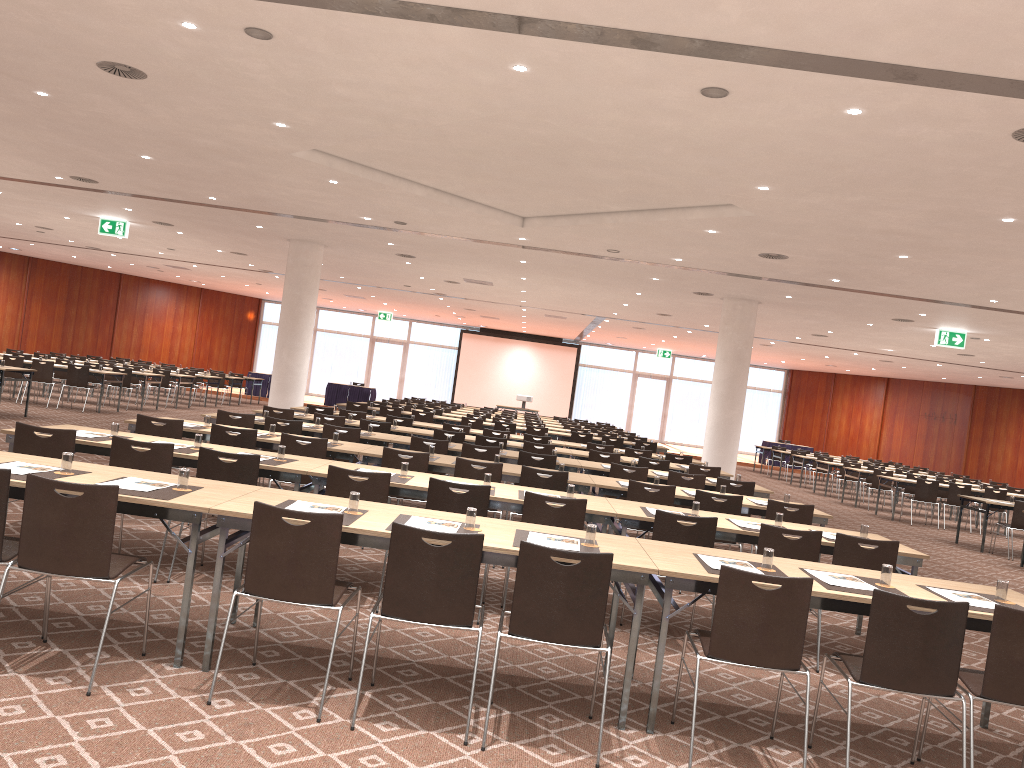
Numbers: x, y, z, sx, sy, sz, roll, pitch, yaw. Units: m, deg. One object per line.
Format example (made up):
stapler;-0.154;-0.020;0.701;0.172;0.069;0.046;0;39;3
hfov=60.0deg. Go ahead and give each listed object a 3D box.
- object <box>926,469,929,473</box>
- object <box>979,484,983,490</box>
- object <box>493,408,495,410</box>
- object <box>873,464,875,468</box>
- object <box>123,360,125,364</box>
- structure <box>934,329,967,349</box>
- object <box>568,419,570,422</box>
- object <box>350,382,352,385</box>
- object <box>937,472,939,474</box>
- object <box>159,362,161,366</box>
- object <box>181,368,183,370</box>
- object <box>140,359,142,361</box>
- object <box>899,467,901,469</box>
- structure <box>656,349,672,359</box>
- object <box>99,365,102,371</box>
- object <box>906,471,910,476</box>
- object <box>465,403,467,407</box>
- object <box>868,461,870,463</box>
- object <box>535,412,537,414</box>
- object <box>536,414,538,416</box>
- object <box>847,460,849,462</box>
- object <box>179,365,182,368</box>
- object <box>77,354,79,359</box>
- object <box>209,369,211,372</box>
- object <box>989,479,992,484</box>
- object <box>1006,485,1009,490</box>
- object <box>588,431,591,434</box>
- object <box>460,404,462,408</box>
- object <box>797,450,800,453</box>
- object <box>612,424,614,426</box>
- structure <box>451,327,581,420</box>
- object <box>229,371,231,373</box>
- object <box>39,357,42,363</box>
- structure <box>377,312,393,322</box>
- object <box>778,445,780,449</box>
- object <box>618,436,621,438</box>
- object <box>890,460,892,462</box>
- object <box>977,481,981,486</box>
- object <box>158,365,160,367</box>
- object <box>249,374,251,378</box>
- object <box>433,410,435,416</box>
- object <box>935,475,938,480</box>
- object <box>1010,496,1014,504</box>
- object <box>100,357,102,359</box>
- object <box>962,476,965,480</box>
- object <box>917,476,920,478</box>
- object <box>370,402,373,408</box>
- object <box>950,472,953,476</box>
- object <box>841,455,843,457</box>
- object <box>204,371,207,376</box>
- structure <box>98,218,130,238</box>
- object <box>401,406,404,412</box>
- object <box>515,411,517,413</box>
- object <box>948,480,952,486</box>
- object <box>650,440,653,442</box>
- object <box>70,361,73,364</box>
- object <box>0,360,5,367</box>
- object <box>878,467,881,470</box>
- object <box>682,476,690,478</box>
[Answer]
object;11.341;2.373;24.191;0.054;0.114;0.054;7;0;-33
object;9.650;2.121;18.233;0.054;0.114;0.054;7;0;-33
object;-0.540;0.786;26.376;0.054;0.114;0.054;8;0;35
object;9.072;2.060;22.235;0.054;0.114;0.054;8;0;-10
object;-10.722;-0.591;24.509;0.054;0.114;0.054;7;0;-33
structure;9.022;-0.926;18.248;0.587;0.346;0.105;8;0;1
object;1.704;1.087;26.339;0.054;0.114;0.054;8;0;35
object;-5.782;-0.025;31.796;0.054;0.114;0.054;8;0;12
object;10.666;2.274;22.208;0.054;0.114;0.054;7;0;-33
object;-11.312;-0.653;28.513;0.054;0.114;0.054;7;0;-33
object;-9.117;-0.375;24.480;0.054;0.114;0.054;8;0;-10
object;-11.952;-0.739;28.534;0.054;0.114;0.054;7;0;-33
object;9.718;2.147;22.221;0.054;0.114;0.054;8;0;-10
structure;6.210;-1.228;36.228;0.587;0.346;0.105;8;0;1
object;-8.568;-0.327;18.476;0.054;0.114;0.054;7;0;-33
object;9.039;2.047;20.237;0.054;0.114;0.054;7;0;-33
object;-1.472;0.669;28.386;0.054;0.114;0.054;8;0;35
object;9.737;2.158;24.220;0.054;0.114;0.054;8;0;-10
object;0.766;0.970;28.357;0.054;0.114;0.054;8;0;35
object;0.742;0.958;26.347;0.054;0.114;0.054;8;0;35
object;8.423;1.973;22.235;0.054;0.114;0.054;8;0;-10
object;-10.657;-0.565;28.511;0.054;0.114;0.054;7;0;-33
object;-12.005;-0.763;24.527;0.054;0.114;0.054;7;0;-33
object;-9.693;-0.436;28.495;0.054;0.114;0.054;8;0;-10
object;11.968;2.449;22.188;0.054;0.114;0.054;7;0;-33
object;11.292;2.350;20.208;0.054;0.114;0.054;8;0;35
object;1.594;1.038;18.340;0.054;0.114;0.054;8;0;35
object;-1.510;0.655;26.386;0.054;0.114;0.054;8;0;35
object;8.479;1.997;26.243;0.054;0.114;0.054;8;0;-10
object;2.991;1.260;26.325;0.054;0.114;0.054;7;0;-33
structure;0.171;-0.438;37.765;5.158;3.526;0.395;8;0;1
object;-9.051;-0.349;28.487;0.054;0.114;0.054;8;0;-10
object;-9.845;-0.498;18.509;0.054;0.114;0.054;7;0;-33
structure;-5.203;-2.761;36.389;0.587;0.346;0.105;8;0;1
object;8.506;2.010;28.245;0.054;0.114;0.054;8;0;-10
object;2.225;1.123;18.326;0.054;0.114;0.054;8;0;35
object;12.045;2.485;28.192;0.054;0.114;0.054;7;0;-33
object;10.650;2.264;20.218;0.054;0.114;0.054;8;0;35
object;-9.762;-0.462;24.499;0.054;0.114;0.054;8;0;-10
object;-8.413;-0.264;28.481;0.054;0.114;0.054;8;0;-10
object;-1.621;0.606;18.376;0.054;0.114;0.054;8;0;35
object;9.683;2.134;20.226;0.054;0.114;0.054;7;0;-33
object;8.320;1.927;14.751;0.054;0.114;0.054;8;0;-10
object;-11.357;-0.676;24.518;0.054;0.114;0.054;7;0;-33
object;11.307;2.360;22.193;0.054;0.114;0.054;7;0;-33
object;8.363;1.948;18.242;0.054;0.114;0.054;7;0;-33
object;-2.916;0.432;18.410;0.054;0.114;0.054;7;0;-33
object;11.993;2.461;24.191;0.054;0.114;0.054;7;0;-33
object;9.766;2.170;26.228;0.054;0.114;0.054;8;0;-10
object;-8.466;-0.288;24.480;0.054;0.114;0.054;8;0;-10
structure;-8.301;-3.254;18.493;0.587;0.346;0.105;8;0;1
object;-2.268;0.520;18.400;0.054;0.114;0.054;8;0;35
object;0.103;0.872;26.361;0.054;0.114;0.054;8;0;35
object;9.005;2.034;18.230;0.054;0.114;0.054;7;0;-33
object;2.882;1.211;18.312;0.054;0.114;0.054;7;0;-33
object;-9.199;-0.412;18.497;0.054;0.114;0.054;7;0;-33
object;-8.603;-0.347;14.978;0.054;0.114;0.054;8;0;-10
object;8.385;1.959;20.243;0.054;0.114;0.054;7;0;-33
object;2.123;1.135;10.836;0.102;0.001;0.102;7;0;35
